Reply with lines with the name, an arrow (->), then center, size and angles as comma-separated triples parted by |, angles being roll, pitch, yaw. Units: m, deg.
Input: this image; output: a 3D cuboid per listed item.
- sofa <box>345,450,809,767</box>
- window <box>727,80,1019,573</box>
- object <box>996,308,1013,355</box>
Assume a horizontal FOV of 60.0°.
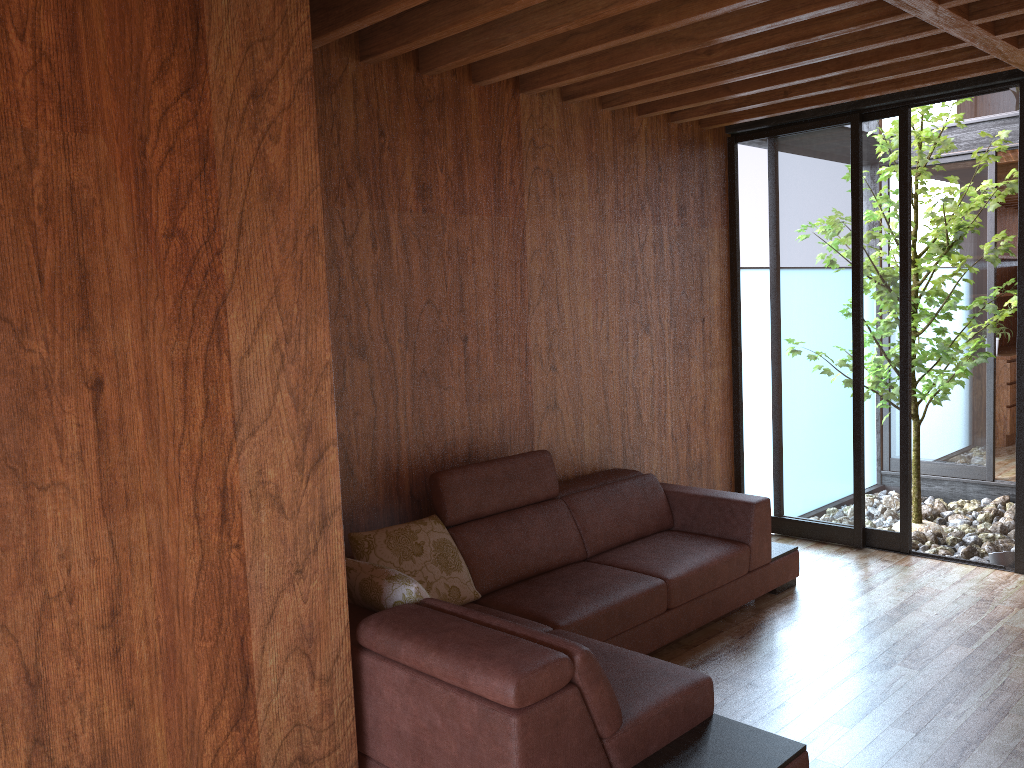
sofa -> 0.510, 0.693, 3.241 | 1.685, 0.760, 2.524 | 3, 7, 45
window -> 3.099, -1.285, 4.117 | 4.070, 5.135, 14.074 | 3, 7, 45
object -> 4.175, -0.482, 7.674 | 0.317, 0.449, 0.334 | -6, 6, -29
